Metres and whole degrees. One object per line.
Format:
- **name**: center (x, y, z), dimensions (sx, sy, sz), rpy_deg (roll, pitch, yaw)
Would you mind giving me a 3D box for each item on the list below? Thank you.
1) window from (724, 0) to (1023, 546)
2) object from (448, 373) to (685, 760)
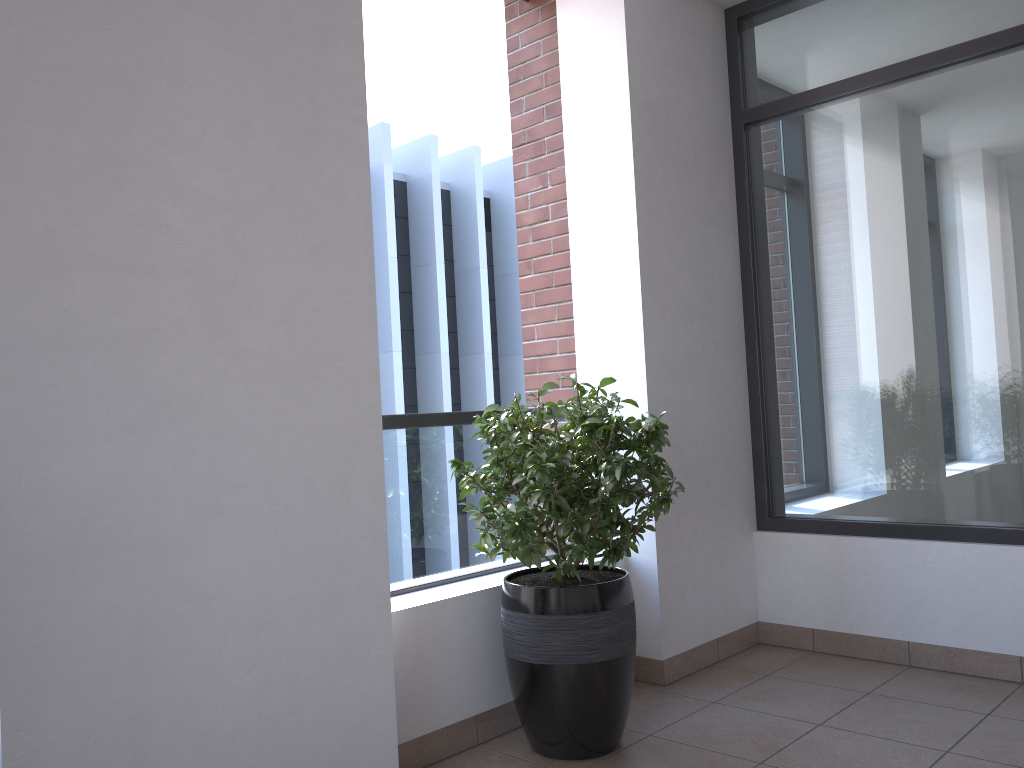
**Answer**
- **window**: center (2.898, -0.694, 2.385), dimensions (5.002, 2.402, 0.170), rpy_deg (-5, -3, 44)
- **object**: center (0.192, 0.635, 2.864), dimensions (0.731, 1.338, 0.721), rpy_deg (-1, -3, -43)
